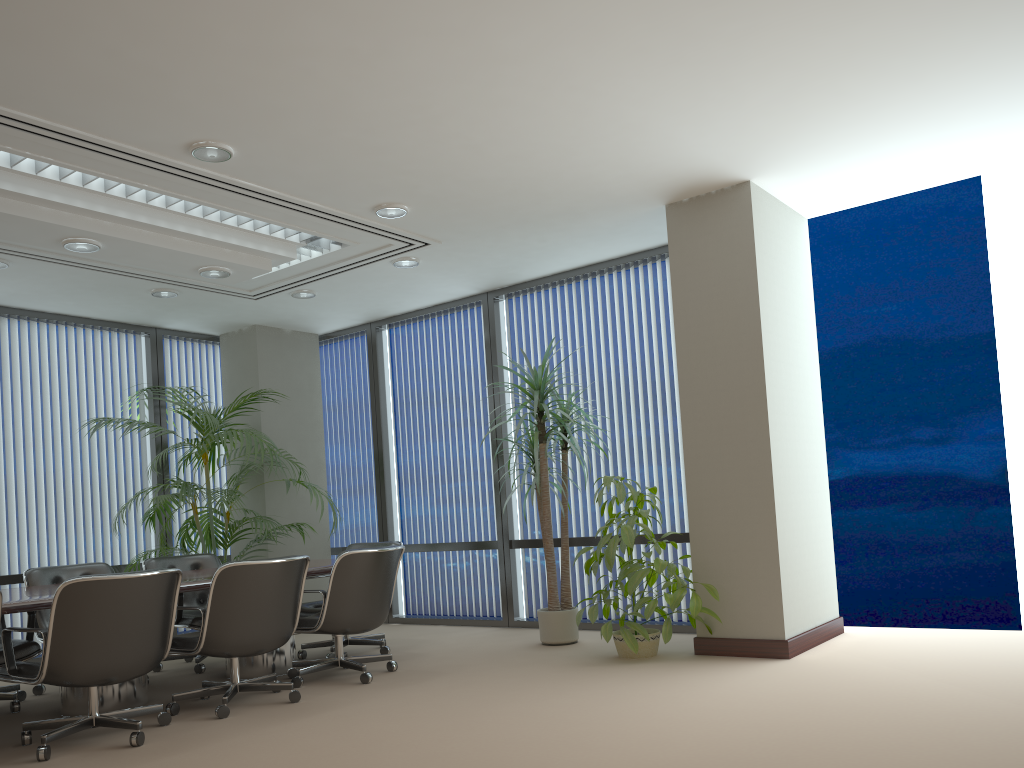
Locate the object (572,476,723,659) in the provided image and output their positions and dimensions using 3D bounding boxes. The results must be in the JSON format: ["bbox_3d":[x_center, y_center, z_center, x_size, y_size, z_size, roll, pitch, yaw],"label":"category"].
[{"bbox_3d":[0.875,1.262,5.971,0.980,1.305,0.861,-4,-4,8],"label":"object"}]

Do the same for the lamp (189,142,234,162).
[{"bbox_3d":[-1.591,-1.223,4.675,0.225,0.035,0.227,1,-9,-29],"label":"lamp"}]

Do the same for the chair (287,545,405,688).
[{"bbox_3d":[-1.145,1.530,5.881,0.857,0.854,0.736,-7,-6,32],"label":"chair"}]

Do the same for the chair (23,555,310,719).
[{"bbox_3d":[-2.276,1.577,5.703,2.544,0.853,0.760,-9,-7,37],"label":"chair"}]

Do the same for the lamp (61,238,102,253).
[{"bbox_3d":[-2.661,-0.851,5.455,0.225,0.035,0.227,1,-9,-29],"label":"lamp"}]

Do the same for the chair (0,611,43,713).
[{"bbox_3d":[-3.453,1.629,5.530,0.858,0.854,0.760,-8,-6,37],"label":"chair"}]

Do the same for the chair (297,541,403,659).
[{"bbox_3d":[-1.275,1.695,6.954,0.763,0.854,0.854,-7,-6,37],"label":"chair"}]

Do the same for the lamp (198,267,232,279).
[{"bbox_3d":[-2.091,-0.778,6.209,0.225,0.035,0.227,1,-9,-29],"label":"lamp"}]

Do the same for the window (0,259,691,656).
[{"bbox_3d":[-2.168,0.817,8.033,7.365,2.896,3.564,-3,-6,-8],"label":"window"}]

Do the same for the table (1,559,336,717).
[{"bbox_3d":[-2.502,1.599,5.378,1.516,0.744,4.079,-9,-10,36],"label":"table"}]

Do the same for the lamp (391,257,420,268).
[{"bbox_3d":[-0.832,-0.945,6.914,0.226,0.035,0.226,-8,-9,26],"label":"lamp"}]

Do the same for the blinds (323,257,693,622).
[{"bbox_3d":[-0.336,0.722,8.250,4.961,2.891,0.050,-9,-5,37],"label":"blinds"}]

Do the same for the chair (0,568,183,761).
[{"bbox_3d":[-2.122,1.395,4.523,0.858,0.854,0.760,-8,-6,37],"label":"chair"}]

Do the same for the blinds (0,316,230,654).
[{"bbox_3d":[-4.049,0.891,7.750,0.032,2.889,4.906,-5,-6,37],"label":"blinds"}]

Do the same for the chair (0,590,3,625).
[{"bbox_3d":[-2.689,1.333,3.847,0.863,0.854,0.754,-8,-7,40],"label":"chair"}]

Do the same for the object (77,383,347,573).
[{"bbox_3d":[-2.713,1.124,7.996,2.164,2.464,2.106,-1,-6,-32],"label":"object"}]

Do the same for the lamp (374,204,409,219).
[{"bbox_3d":[-0.785,-1.120,5.741,0.225,0.035,0.227,1,-9,-29],"label":"lamp"}]

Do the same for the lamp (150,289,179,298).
[{"bbox_3d":[-2.890,-0.749,7.334,0.225,0.035,0.227,1,-9,-29],"label":"lamp"}]

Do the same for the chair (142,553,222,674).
[{"bbox_3d":[-2.396,1.754,6.858,0.858,0.854,0.759,-9,-7,42],"label":"chair"}]

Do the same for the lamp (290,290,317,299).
[{"bbox_3d":[-1.810,-0.773,7.654,0.225,0.035,0.227,4,-11,-42],"label":"lamp"}]

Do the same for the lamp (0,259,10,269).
[{"bbox_3d":[-3.696,-0.852,6.268,0.225,0.035,0.227,1,-9,-29],"label":"lamp"}]

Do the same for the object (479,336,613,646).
[{"bbox_3d":[0.298,0.843,6.777,1.019,2.301,1.036,-4,-3,12],"label":"object"}]
